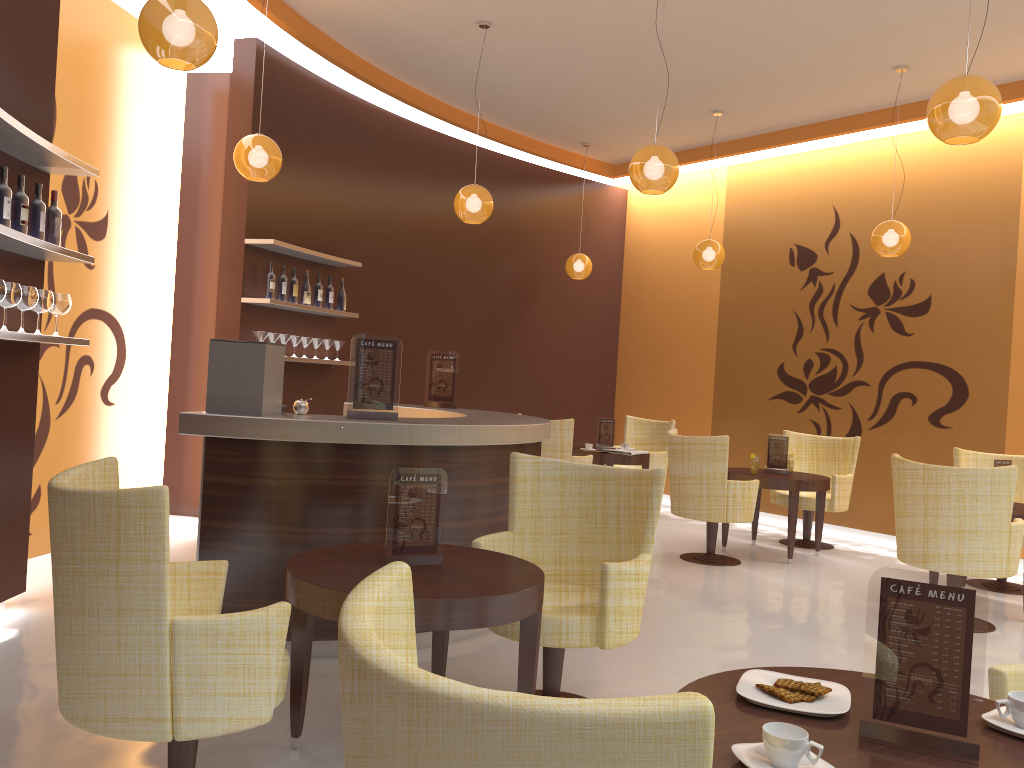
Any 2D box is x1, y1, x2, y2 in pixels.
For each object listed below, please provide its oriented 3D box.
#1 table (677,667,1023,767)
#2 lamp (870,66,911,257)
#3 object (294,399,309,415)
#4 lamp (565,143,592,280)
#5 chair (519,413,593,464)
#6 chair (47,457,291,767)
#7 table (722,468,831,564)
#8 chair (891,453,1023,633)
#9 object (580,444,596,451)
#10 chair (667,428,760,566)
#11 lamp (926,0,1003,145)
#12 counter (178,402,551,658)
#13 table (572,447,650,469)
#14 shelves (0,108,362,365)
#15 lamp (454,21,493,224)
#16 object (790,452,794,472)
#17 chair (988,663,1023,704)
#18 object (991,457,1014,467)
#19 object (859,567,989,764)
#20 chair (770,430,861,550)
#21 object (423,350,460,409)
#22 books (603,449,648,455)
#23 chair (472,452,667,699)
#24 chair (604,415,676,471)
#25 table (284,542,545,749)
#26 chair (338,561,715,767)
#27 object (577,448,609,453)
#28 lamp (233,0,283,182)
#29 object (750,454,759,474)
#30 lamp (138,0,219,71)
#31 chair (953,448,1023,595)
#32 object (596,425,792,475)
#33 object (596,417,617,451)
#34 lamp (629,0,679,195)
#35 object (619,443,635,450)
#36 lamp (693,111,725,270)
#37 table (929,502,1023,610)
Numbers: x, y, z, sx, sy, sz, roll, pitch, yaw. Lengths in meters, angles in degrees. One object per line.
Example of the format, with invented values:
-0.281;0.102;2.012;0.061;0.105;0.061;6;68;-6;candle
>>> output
0.726;1.032;1.728;0.872;0.679;0.874;4;0;7;table
3.050;-1.766;7.051;0.299;1.500;0.299;3;0;-14;lamp
-1.045;0.112;4.397;0.075;0.077;0.075;4;0;20;object
0.779;-1.917;9.841;0.299;1.500;0.299;3;0;-39;lamp
0.372;0.812;8.370;0.685;1.017;0.729;3;0;-42;chair
-0.988;0.755;2.574;0.685;1.017;0.729;3;0;-32;chair
2.214;1.097;7.515;0.872;0.679;0.874;3;0;-8;table
2.733;0.968;5.470;0.685;1.017;0.729;3;0;-42;chair
0.753;0.623;8.710;0.153;0.069;0.153;3;0;-13;object
1.566;0.890;7.038;0.685;1.017;0.729;3;0;-22;chair
2.019;-1.815;3.887;0.299;1.500;0.299;3;0;-28;lamp
-0.588;0.725;5.338;1.586;1.100;2.917;4;0;6;counter
0.928;1.013;8.931;0.872;0.679;0.874;3;0;-3;table
-1.951;-0.637;5.551;0.586;0.902;4.744;4;0;8;shelves
-0.252;-1.965;6.676;0.299;1.500;0.299;3;0;-21;lamp
2.428;0.684;7.746;0.067;0.171;0.072;4;0;8;object
1.494;0.908;2.017;0.685;1.017;0.729;3;0;-7;chair
3.325;0.664;6.021;0.209;0.335;0.042;3;0;-21;object
0.784;0.528;1.692;0.209;0.335;0.042;4;0;26;object
2.749;0.958;8.113;0.729;1.017;0.685;4;0;39;chair
-0.509;-0.033;6.445;0.258;0.414;0.052;4;0;20;object
1.122;0.668;8.734;0.345;0.035;0.367;4;0;41;books
0.214;0.823;3.627;0.729;1.017;0.685;4;0;29;chair
1.370;0.867;9.615;0.685;1.017;0.729;3;0;-40;chair
-0.344;0.962;3.028;0.872;0.679;0.874;4;0;7;table
0.074;0.825;1.285;0.685;1.017;0.729;3;0;-36;chair
0.739;0.651;8.696;0.239;0.021;0.464;3;0;-25;object
-1.567;-2.040;5.602;0.299;1.500;0.299;3;0;-21;lamp
2.007;0.660;7.319;0.067;0.171;0.072;4;0;33;object
-1.283;-2.014;3.512;0.299;1.500;0.299;4;0;29;lamp
3.734;1.024;6.716;0.729;1.017;0.685;4;0;19;chair
1.635;0.551;8.248;0.187;0.335;2.090;3;0;-43;object
0.958;0.506;8.979;0.209;0.335;0.042;3;0;-16;object
0.883;-1.890;5.282;0.299;1.500;0.299;4;0;29;lamp
1.181;0.647;9.154;0.153;0.069;0.153;4;0;34;object
1.914;-1.841;8.446;0.299;1.500;0.299;3;0;4;lamp
3.288;1.169;6.031;0.872;0.679;0.874;3;0;-3;table
